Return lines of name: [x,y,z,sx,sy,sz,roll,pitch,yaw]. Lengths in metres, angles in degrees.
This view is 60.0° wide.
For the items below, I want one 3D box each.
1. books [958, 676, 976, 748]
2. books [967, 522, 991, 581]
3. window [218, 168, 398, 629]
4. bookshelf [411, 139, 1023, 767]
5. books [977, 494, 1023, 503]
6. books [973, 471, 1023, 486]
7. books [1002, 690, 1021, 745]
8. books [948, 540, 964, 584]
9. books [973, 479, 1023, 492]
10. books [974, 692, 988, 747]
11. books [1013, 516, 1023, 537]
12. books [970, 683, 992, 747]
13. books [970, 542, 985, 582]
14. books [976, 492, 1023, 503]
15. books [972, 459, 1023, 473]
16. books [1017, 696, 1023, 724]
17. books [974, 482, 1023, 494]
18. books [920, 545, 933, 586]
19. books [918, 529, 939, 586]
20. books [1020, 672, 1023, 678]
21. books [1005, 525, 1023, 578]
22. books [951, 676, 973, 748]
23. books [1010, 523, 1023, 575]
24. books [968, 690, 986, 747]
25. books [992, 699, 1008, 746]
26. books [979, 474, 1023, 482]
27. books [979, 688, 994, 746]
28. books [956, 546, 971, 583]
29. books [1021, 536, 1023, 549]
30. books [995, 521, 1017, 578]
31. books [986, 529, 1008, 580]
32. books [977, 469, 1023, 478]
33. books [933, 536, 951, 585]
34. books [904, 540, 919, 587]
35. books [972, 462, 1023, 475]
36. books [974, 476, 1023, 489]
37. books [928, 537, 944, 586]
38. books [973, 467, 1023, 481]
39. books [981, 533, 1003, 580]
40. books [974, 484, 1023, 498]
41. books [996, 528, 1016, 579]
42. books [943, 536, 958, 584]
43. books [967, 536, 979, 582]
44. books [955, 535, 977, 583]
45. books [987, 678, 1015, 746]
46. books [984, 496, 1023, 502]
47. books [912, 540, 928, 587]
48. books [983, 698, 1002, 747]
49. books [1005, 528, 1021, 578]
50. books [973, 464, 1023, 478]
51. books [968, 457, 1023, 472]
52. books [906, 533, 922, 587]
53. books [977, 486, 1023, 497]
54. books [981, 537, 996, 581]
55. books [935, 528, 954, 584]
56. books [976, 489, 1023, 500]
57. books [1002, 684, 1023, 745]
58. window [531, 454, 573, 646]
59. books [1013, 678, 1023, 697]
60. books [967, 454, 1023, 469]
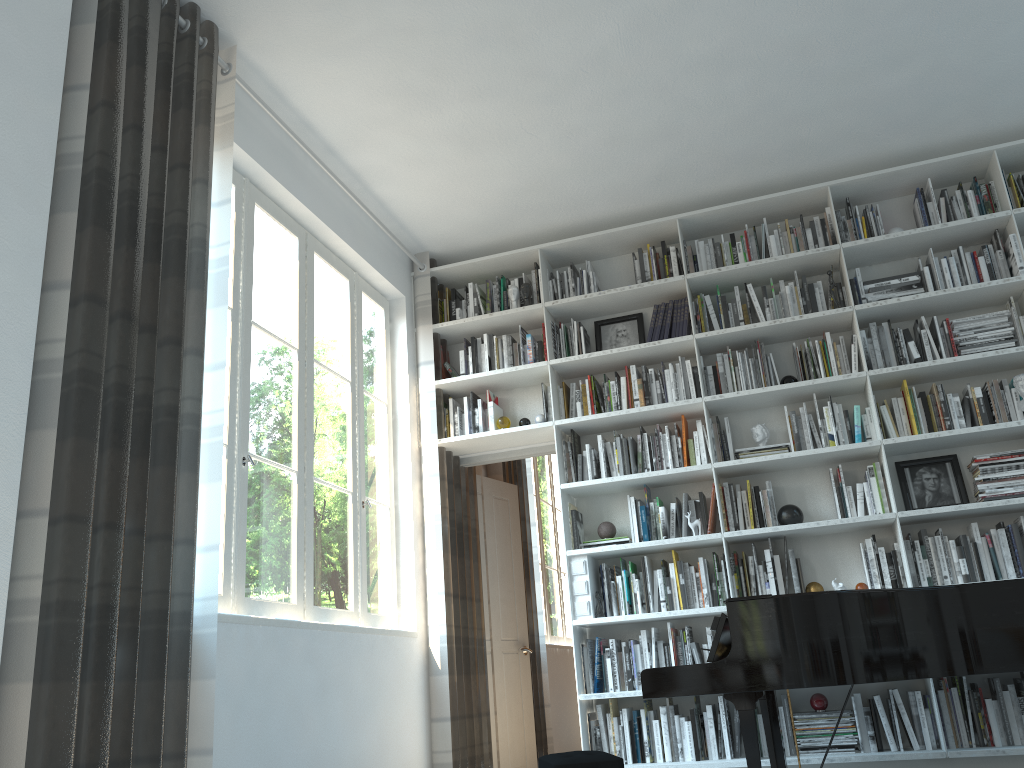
books: [2.145,1.543,4.185,0.034,0.310,0.170,-10,-19,16]
books: [2.291,0.837,4.355,0.026,0.290,0.152,-10,-19,16]
window: [-0.984,0.136,4.257,0.073,2.001,1.989,-10,-20,16]
bookshelf: [2.500,0.306,4.382,6.300,3.130,0.331,-10,-19,16]
books: [2.461,0.567,4.376,0.285,0.012,0.160,-8,-19,11]
books: [2.454,0.466,4.410,0.285,0.012,0.160,-12,-20,21]
books: [2.315,1.553,4.132,0.030,0.234,0.138,-10,-19,16]
books: [2.177,0.888,4.364,0.023,0.216,0.175,-10,-19,16]
books: [2.458,0.502,4.405,0.285,0.012,0.160,-11,-20,18]
books: [2.192,1.571,4.167,0.012,0.238,0.129,-10,-19,16]
books: [2.487,0.799,4.293,0.012,0.295,0.178,-10,-19,16]
books: [2.204,1.553,4.173,0.012,0.275,0.155,-10,-19,16]
books: [2.267,0.882,4.335,0.023,0.195,0.165,-10,-19,16]
books: [2.463,0.559,4.389,0.285,0.012,0.160,-10,-20,15]
books: [2.450,0.409,4.432,0.254,0.012,0.161,-8,-20,12]
books: [2.368,1.557,4.110,0.024,0.203,0.145,-10,-19,16]
books: [2.460,0.514,4.404,0.285,0.012,0.160,-10,-20,17]
books: [2.054,0.918,4.412,0.024,0.207,0.170,-10,-19,16]
books: [2.080,0.880,4.434,0.027,0.289,0.141,-10,-19,16]
books: [2.409,1.481,4.100,0.014,0.334,0.183,-10,-19,16]
books: [2.432,0.826,4.306,0.010,0.260,0.182,-10,-19,16]
books: [2.122,1.534,4.194,0.012,0.336,0.144,-10,-19,16]
books: [2.448,0.819,4.295,0.028,0.263,0.162,-10,-19,16]
books: [2.177,1.571,4.176,0.022,0.246,0.144,-10,-19,16]
books: [2.266,1.582,4.150,0.030,0.196,0.143,-10,-19,16]
books: [2.455,0.477,4.407,0.254,0.012,0.161,-8,-19,11]
books: [2.216,1.561,4.167,0.012,0.254,0.151,-10,-19,16]
books: [2.202,0.898,4.347,0.029,0.183,0.175,-10,-20,16]
books: [2.478,0.849,4.291,0.021,0.202,0.128,-10,-19,16]
books: [2.415,0.823,4.332,0.014,0.285,0.135,-10,-19,16]
books: [2.374,0.846,4.342,0.025,0.253,0.136,-10,-19,16]
books: [2.455,0.456,4.418,0.254,0.012,0.161,-11,-20,19]
books: [2.123,0.886,4.391,0.027,0.245,0.180,-10,-19,16]
books: [1.993,0.914,4.441,0.029,0.243,0.154,-10,-19,16]
books: [2.452,0.421,4.430,0.254,0.012,0.161,-9,-20,13]
books: [2.455,0.488,4.402,0.285,0.012,0.160,-12,-20,21]
books: [2.104,0.895,4.414,0.024,0.246,0.132,-10,-19,16]
books: [2.453,0.444,4.422,0.254,0.012,0.161,-9,-20,13]
books: [2.343,0.855,4.333,0.031,0.236,0.159,-10,-19,16]
books: [2.461,0.526,4.402,0.285,0.012,0.160,-10,-20,16]
books: [2.390,0.838,4.309,0.026,0.244,0.192,-10,-19,16]
books: [2.162,0.885,4.394,0.021,0.243,0.142,-10,-19,16]
books: [2.253,0.873,4.356,0.013,0.229,0.139,-10,-19,16]
books: [2.229,0.870,4.354,0.029,0.237,0.166,-10,-19,16]
books: [2.285,1.528,4.147,0.026,0.293,0.155,-10,-19,16]
books: [2.464,0.580,4.379,0.254,0.012,0.161,-11,-20,18]
books: [2.025,0.907,4.412,0.027,0.233,0.168,-10,-19,16]
books: [2.229,1.574,4.132,0.028,0.205,0.175,-10,-19,16]
books: [2.426,0.835,4.317,0.011,0.250,0.159,-10,-19,16]
books: [2.452,0.432,4.424,0.254,0.012,0.161,-8,-20,12]
books: [2.451,0.399,4.440,0.285,0.012,0.160,-11,-20,18]
books: [2.008,0.894,4.434,0.011,0.274,0.146,-10,-19,16]
books: [2.458,0.533,4.388,0.254,0.012,0.161,-8,-19,11]
books: [2.321,0.869,4.345,0.025,0.219,0.140,-10,-19,16]
books: [2.139,0.865,4.388,0.013,0.281,0.167,-10,-19,16]
books: [2.459,0.544,4.384,0.285,0.012,0.160,-12,-20,21]
books: [2.341,1.535,4.128,0.028,0.260,0.133,-10,-19,16]
window: [0.258,1.293,7.858,0.073,2.001,1.989,-10,-20,16]
books: [2.379,1.512,4.106,0.013,0.284,0.185,-10,-19,16]
books: [2.448,0.386,4.437,0.285,0.012,0.160,-8,-19,11]
